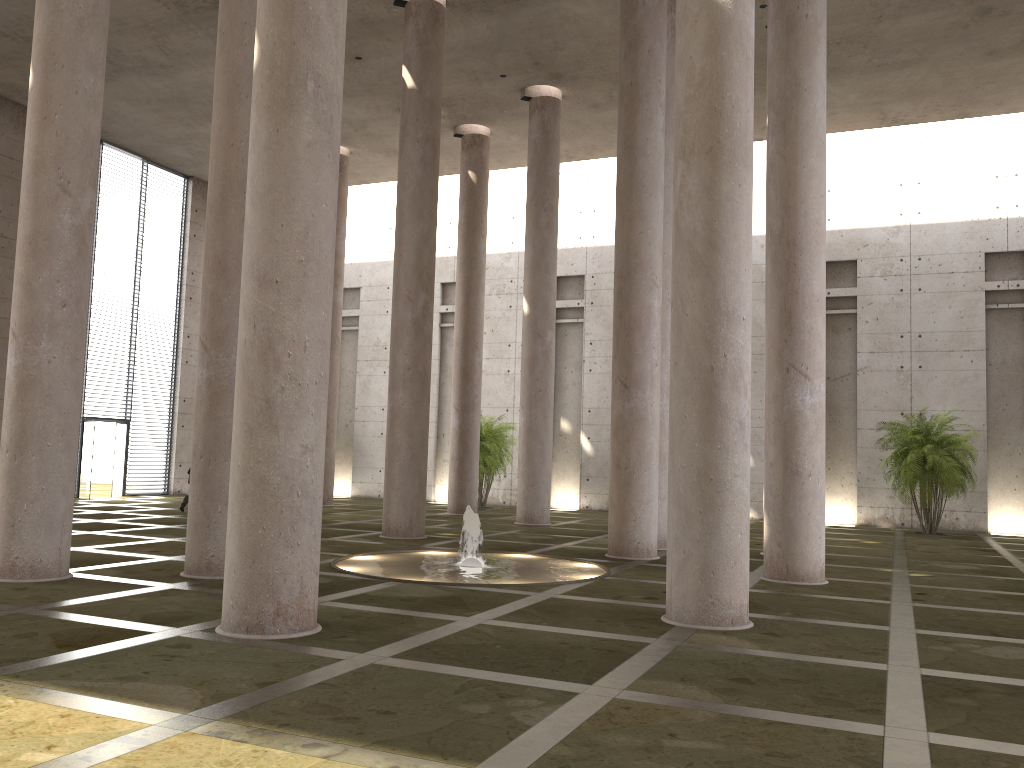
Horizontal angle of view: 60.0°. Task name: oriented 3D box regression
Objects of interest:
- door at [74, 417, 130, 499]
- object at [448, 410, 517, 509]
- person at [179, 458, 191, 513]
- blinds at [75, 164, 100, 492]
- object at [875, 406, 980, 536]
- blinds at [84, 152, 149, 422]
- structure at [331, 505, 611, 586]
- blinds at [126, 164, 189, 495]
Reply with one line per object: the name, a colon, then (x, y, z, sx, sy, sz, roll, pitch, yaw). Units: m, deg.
door: (-12.115, 2.170, 26.025, 0.761, 2.300, 2.132, 2, -5, 3)
object: (-0.915, 2.324, 26.806, 2.151, 3.126, 2.290, 1, -5, 7)
person: (-7.460, 2.177, 20.945, 0.789, 1.752, 0.001, 2, -5, 4)
blinds: (-12.677, -1.914, 24.926, 0.202, 10.110, 1.676, 0, -5, 23)
object: (10.352, 2.202, 21.970, 2.483, 3.247, 2.333, 4, -5, -28)
blinds: (-11.882, -2.855, 26.621, 0.202, 7.905, 1.676, 0, -5, 23)
structure: (-0.560, 2.352, 12.577, 3.913, 1.279, 3.916, 2, -5, -4)
blinds: (-11.261, -1.721, 28.187, 0.202, 10.355, 1.676, 0, -5, 23)
